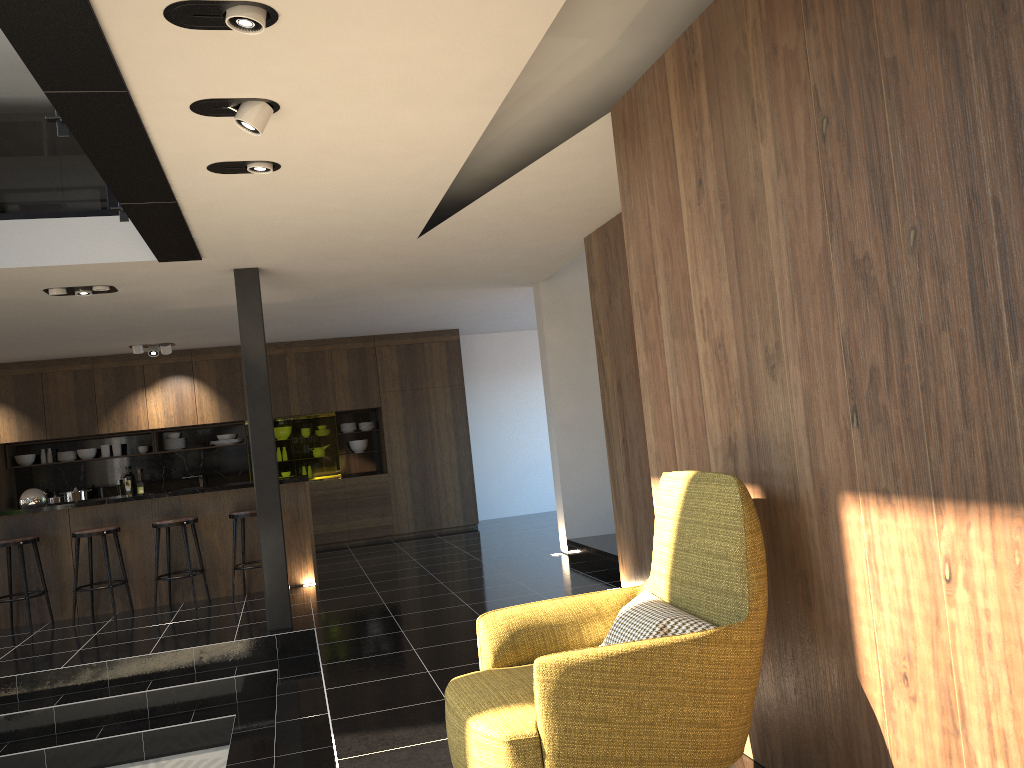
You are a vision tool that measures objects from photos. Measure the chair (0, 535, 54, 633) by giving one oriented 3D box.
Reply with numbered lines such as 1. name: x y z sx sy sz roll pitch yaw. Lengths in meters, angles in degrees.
1. chair: -4.280 1.736 7.677 0.412 0.799 0.413 -6 -2 -5

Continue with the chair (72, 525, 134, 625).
1. chair: -3.644 1.677 7.843 0.412 0.799 0.413 -6 -2 -5

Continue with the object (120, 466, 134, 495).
1. object: -4.987 1.292 11.480 0.133 0.451 0.116 -5 -2 -15

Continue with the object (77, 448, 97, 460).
1. object: -5.416 0.900 11.307 0.234 0.138 0.234 -6 -2 5

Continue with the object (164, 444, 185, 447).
1. object: -4.426 0.815 11.638 0.269 0.024 0.269 -7 -3 24

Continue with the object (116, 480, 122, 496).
1. object: -5.074 1.382 11.448 0.057 0.287 0.058 -6 -2 -2

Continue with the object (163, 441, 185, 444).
1. object: -4.430 0.777 11.639 0.269 0.024 0.269 -7 -3 24

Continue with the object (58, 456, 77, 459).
1. object: -5.636 0.945 11.239 0.220 0.033 0.220 -5 -3 -18

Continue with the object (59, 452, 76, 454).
1. object: -5.642 0.889 11.241 0.220 0.033 0.220 -5 -3 -18

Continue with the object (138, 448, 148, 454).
1. object: -4.768 0.866 11.475 0.122 0.072 0.122 -6 -2 11

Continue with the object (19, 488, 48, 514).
1. object: -4.304 1.052 7.981 0.227 0.228 0.227 -8 -3 36

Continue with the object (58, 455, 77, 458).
1. object: -5.637 0.935 11.240 0.220 0.033 0.220 -5 -3 -18

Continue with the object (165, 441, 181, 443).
1. object: -4.431 0.770 11.639 0.269 0.024 0.269 -7 -3 24

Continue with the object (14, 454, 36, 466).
1. object: -6.104 0.961 11.128 0.234 0.138 0.234 -5 -3 -12

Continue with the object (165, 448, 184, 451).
1. object: -4.422 0.859 11.636 0.269 0.024 0.269 -7 -3 24

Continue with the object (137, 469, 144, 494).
1. object: -4.834 1.306 11.526 0.077 0.394 0.077 -7 -2 27

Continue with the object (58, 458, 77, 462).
1. object: -5.633 0.970 11.239 0.220 0.033 0.220 -5 -3 -18

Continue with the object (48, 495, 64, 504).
1. object: -5.654 1.448 10.992 0.195 0.143 0.210 -8 -3 33

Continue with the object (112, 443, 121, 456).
1. object: -5.067 0.848 11.375 0.109 0.161 0.109 -6 -2 -2

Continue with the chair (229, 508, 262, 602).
1. chair: -2.372 1.559 8.176 0.412 0.799 0.413 -6 -2 -5

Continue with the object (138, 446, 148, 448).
1. object: -4.771 0.841 11.476 0.122 0.072 0.122 -6 -2 11

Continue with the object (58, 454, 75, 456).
1. object: -5.639 0.912 11.241 0.220 0.033 0.220 -5 -3 -18

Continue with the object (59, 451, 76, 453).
1. object: -5.643 0.877 11.242 0.220 0.033 0.220 -5 -3 -18

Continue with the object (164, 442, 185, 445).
1. object: -4.429 0.788 11.639 0.269 0.024 0.269 -7 -3 24

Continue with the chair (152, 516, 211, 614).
1. chair: -3.008 1.618 8.009 0.412 0.799 0.413 -6 -2 -5

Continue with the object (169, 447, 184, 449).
1. object: -4.422 0.852 11.637 0.269 0.024 0.269 -7 -3 24

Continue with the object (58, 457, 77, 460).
1. object: -5.634 0.957 11.239 0.220 0.033 0.220 -5 -3 -18

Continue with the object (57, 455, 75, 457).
1. object: -5.638 0.922 11.240 0.220 0.033 0.220 -5 -3 -18

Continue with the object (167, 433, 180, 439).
1. object: -4.442 0.691 11.641 0.168 0.087 0.168 -6 -2 5

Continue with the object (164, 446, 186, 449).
1. object: -4.423 0.843 11.637 0.269 0.024 0.269 -7 -3 24

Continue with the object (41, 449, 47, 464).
1. object: -5.909 0.913 11.180 0.060 0.185 0.060 -7 -2 17

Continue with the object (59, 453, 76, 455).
1. object: -5.640 0.902 11.241 0.220 0.033 0.220 -5 -3 -18

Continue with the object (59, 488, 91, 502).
1. object: -5.381 1.388 10.946 0.279 0.218 0.300 -7 -3 18

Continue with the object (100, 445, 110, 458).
1. object: -5.196 0.860 11.342 0.109 0.161 0.109 -5 -3 -32

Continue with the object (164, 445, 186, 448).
1. object: -4.424 0.832 11.637 0.269 0.024 0.269 -7 -3 24

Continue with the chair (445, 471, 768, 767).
1. chair: 0.290 0.878 2.867 1.030 1.097 0.808 -5 -2 -16

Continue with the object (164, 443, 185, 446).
1. object: -4.427 0.805 11.638 0.269 0.024 0.269 -7 -3 24

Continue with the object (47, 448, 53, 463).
1. object: -5.836 0.907 11.199 0.060 0.185 0.060 -8 -3 44

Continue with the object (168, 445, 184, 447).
1. object: -4.425 0.824 11.638 0.269 0.024 0.269 -7 -3 24
